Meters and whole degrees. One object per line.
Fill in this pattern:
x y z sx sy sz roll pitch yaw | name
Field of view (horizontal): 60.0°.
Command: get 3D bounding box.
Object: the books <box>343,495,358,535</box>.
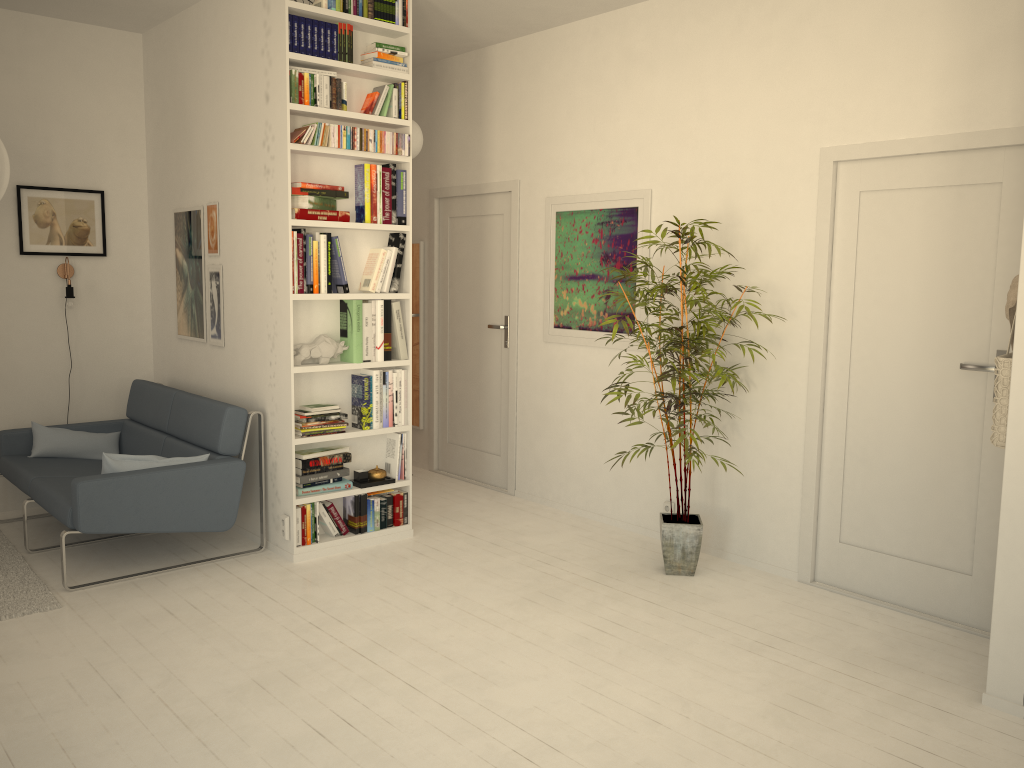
-0.878 0.677 4.726 0.015 0.214 0.202 -5 9 -41 | books

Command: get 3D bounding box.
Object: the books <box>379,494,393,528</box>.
-0.732 0.682 4.887 0.050 0.170 0.221 -5 9 -41 | books

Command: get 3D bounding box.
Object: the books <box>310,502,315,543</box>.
-1.069 0.695 4.576 0.021 0.215 0.174 -5 9 -41 | books

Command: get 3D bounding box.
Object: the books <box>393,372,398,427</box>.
-0.688 0.075 4.817 0.022 0.291 0.209 -5 9 -41 | books

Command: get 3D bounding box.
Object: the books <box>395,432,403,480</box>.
-0.646 0.392 4.870 0.033 0.258 0.130 -5 9 -41 | books

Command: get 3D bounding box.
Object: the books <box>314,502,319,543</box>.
-1.047 0.695 4.575 0.010 0.215 0.194 -5 9 -41 | books

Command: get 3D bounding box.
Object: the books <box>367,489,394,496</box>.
-0.738 0.581 4.816 0.165 0.006 0.103 -5 9 -41 | books

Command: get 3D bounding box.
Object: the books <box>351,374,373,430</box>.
-0.818 0.090 4.717 0.057 0.283 0.200 -5 9 -41 | books

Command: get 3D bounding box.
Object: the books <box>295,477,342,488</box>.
-1.028 0.495 4.596 0.168 0.024 0.241 8 10 44 | books

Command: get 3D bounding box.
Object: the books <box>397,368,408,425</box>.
-0.650 0.063 4.874 0.039 0.302 0.229 -5 9 -41 | books

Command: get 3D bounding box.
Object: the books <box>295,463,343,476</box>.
-1.015 0.429 4.578 0.247 0.039 0.143 -6 10 -44 | books

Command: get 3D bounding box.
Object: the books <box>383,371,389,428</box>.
-0.717 0.078 4.768 0.035 0.304 0.150 -5 9 -41 | books

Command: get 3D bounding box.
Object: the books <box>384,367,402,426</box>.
-0.658 0.067 4.828 0.037 0.307 0.161 -5 9 -41 | books

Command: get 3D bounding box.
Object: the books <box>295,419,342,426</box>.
-1.004 0.189 4.532 0.120 0.012 0.238 8 10 44 | books

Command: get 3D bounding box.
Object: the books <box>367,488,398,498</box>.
-0.740 0.587 4.840 0.193 0.011 0.130 -5 9 -41 | books

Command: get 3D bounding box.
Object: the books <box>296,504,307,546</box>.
-1.105 0.705 4.532 0.026 0.206 0.187 -5 9 -41 | books

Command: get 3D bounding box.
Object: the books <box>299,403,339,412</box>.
-0.990 0.119 4.539 0.127 0.019 0.166 7 10 42 | books

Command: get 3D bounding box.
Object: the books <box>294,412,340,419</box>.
-1.017 0.151 4.535 0.221 0.010 0.169 -5 9 -38 | books

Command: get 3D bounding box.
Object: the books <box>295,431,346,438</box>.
-1.004 0.245 4.547 0.247 0.009 0.170 -5 9 -38 | books

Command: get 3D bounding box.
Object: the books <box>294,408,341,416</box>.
-1.012 0.136 4.549 0.212 0.017 0.165 -6 10 -43 | books

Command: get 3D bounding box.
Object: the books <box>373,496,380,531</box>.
-0.790 0.686 4.818 0.032 0.176 0.222 -5 9 -41 | books

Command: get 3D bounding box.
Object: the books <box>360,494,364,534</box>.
-0.852 0.676 4.741 0.015 0.214 0.202 -5 9 -41 | books

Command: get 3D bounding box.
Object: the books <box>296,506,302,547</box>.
-1.132 0.712 4.514 0.039 0.199 0.185 -5 9 -41 | books

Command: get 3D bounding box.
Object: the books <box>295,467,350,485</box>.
-1.011 0.464 4.586 0.165 0.039 0.297 8 10 44 | books

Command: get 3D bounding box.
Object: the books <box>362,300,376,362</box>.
-0.795 -0.286 4.712 0.023 0.321 0.235 -5 9 -41 | books

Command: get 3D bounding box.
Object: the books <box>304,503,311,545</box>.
-1.084 0.701 4.544 0.020 0.210 0.185 -5 9 -41 | books

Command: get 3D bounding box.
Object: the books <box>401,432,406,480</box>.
-0.637 0.387 4.899 0.007 0.257 0.181 -5 9 -41 | books

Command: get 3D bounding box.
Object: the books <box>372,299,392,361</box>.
-0.722 -0.293 4.750 0.056 0.327 0.202 -5 9 -41 | books

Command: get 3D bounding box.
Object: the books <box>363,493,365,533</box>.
-0.846 0.674 4.757 0.015 0.214 0.202 -5 9 -41 | books

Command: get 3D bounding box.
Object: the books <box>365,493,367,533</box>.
-0.838 0.672 4.771 0.015 0.214 0.202 -5 9 -41 | books

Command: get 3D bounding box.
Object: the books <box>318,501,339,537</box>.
-0.994 0.695 4.625 0.135 0.200 0.134 -5 9 -41 | books

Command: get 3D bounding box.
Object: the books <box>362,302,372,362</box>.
-0.817 -0.273 4.670 0.065 0.311 0.200 -5 9 -41 | books

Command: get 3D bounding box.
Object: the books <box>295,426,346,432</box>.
-1.003 0.220 4.552 0.248 0.009 0.171 -5 9 -38 | books

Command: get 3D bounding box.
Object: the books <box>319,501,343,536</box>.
-0.966 0.697 4.640 0.118 0.192 0.118 -5 9 -41 | books

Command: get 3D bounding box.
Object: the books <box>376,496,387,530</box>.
-0.760 0.690 4.844 0.048 0.163 0.209 -5 9 -41 | books

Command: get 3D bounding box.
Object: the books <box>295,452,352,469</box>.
-1.002 0.385 4.586 0.285 0.047 0.185 -5 9 -41 | books

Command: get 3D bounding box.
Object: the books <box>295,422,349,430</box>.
-1.001 0.204 4.586 0.255 0.014 0.197 -4 8 -31 | books

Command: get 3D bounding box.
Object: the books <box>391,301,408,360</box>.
-0.668 -0.294 4.807 0.099 0.315 0.229 -5 9 -41 | books

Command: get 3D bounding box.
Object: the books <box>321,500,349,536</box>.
-0.946 0.698 4.666 0.131 0.188 0.136 -5 9 -41 | books

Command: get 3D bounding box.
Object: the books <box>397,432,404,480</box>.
-0.650 0.387 4.903 0.008 0.256 0.184 -5 9 -41 | books

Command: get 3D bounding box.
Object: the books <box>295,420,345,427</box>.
-1.004 0.196 4.557 0.250 0.008 0.135 -6 10 -44 | books

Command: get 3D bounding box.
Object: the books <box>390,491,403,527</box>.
-0.679 0.676 4.906 0.056 0.179 0.202 -5 9 -41 | books

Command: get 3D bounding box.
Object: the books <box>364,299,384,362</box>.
-0.762 -0.288 4.723 0.037 0.324 0.240 -5 9 -41 | books

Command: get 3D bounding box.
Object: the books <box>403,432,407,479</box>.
-0.624 0.388 4.898 0.011 0.256 0.139 -5 9 -41 | books

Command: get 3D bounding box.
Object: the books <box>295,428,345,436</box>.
-1.006 0.234 4.540 0.247 0.014 0.173 -6 10 -42 | books

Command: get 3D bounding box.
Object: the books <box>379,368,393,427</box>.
-0.715 0.068 4.811 0.025 0.305 0.213 -5 9 -41 | books

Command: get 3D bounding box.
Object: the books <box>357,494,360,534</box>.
-0.872 0.675 4.741 0.015 0.214 0.202 -5 9 -41 | books

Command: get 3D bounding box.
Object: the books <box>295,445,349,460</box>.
-1.008 0.346 4.596 0.162 0.024 0.297 7 9 40 | books

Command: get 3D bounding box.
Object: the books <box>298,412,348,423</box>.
-0.990 0.166 4.571 0.235 0.025 0.163 -4 9 -34 | books

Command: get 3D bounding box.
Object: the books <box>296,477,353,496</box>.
-1.010 0.527 4.616 0.297 0.038 0.204 -4 9 -36 | books

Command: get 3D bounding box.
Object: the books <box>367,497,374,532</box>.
-0.821 0.687 4.798 0.044 0.179 0.224 -5 9 -41 | books

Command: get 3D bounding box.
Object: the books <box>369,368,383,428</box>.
-0.767 0.069 4.777 0.027 0.310 0.229 -5 9 -41 | books

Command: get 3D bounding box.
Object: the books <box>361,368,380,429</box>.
-0.789 0.071 4.754 0.037 0.311 0.241 -5 9 -41 | books

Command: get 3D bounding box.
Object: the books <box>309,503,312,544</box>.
-1.081 0.700 4.565 0.012 0.206 0.194 -5 9 -41 | books

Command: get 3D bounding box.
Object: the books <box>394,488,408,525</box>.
-0.657 0.672 4.948 0.032 0.176 0.230 -5 9 -41 | books
